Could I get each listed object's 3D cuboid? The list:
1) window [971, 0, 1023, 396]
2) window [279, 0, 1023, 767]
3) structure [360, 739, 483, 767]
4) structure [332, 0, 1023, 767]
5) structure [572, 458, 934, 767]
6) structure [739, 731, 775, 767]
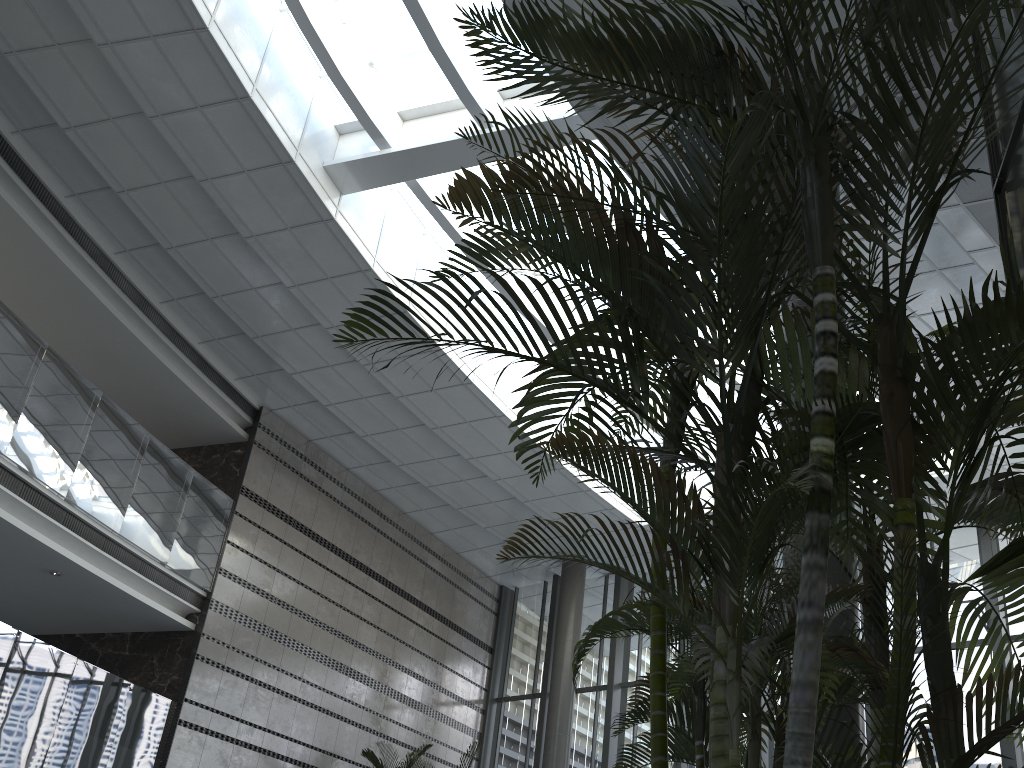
[{"bbox_3d":[5.682,1.065,4.951,4.242,7.169,17.078,-11,-37,31],"label":"window"},{"bbox_3d":[-0.803,1.651,8.318,20.177,8.998,14.072,32,-40,-33],"label":"window"},{"bbox_3d":[-1.465,7.335,12.395,2.569,4.154,2.687,-16,-36,37],"label":"structure"},{"bbox_3d":[0.632,0.520,2.309,2.410,4.154,2.858,-1,-29,16],"label":"structure"},{"bbox_3d":[1.103,2.061,3.730,1.631,3.326,2.307,-3,-30,19],"label":"structure"},{"bbox_3d":[1.892,4.086,6.319,1.397,3.086,1.376,-3,-28,20],"label":"structure"}]
